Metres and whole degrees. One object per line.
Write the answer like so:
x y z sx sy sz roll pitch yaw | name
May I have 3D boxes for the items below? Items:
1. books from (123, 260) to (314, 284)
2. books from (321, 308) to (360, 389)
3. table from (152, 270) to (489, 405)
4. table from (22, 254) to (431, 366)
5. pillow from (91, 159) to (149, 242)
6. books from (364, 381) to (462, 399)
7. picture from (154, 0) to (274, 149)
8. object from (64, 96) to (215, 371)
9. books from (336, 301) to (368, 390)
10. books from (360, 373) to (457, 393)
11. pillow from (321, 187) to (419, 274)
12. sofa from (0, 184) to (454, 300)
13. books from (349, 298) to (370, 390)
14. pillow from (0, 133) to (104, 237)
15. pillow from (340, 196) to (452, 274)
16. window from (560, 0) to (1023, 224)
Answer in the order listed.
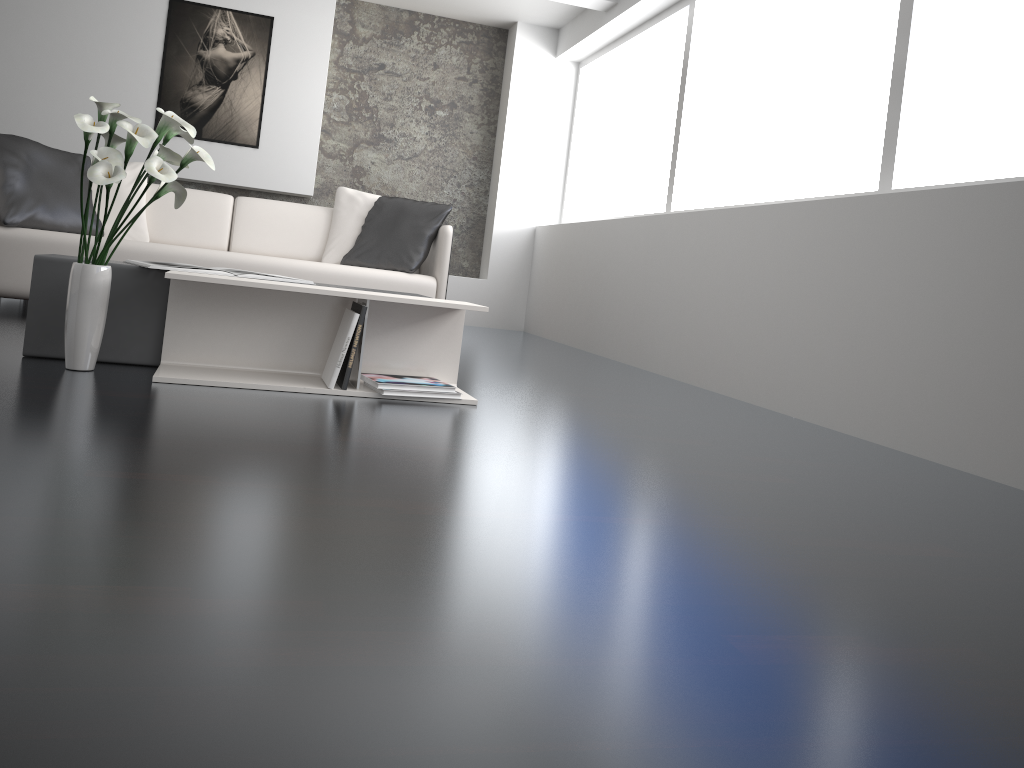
-0.995 -0.385 3.001 0.546 0.017 0.362 2 8 -36 | books
-0.543 -0.117 2.782 0.069 0.237 0.229 7 3 -18 | books
-0.595 -0.148 2.801 0.965 0.313 0.301 5 4 -18 | table
-0.931 -0.214 3.027 1.253 0.313 0.301 5 4 -17 | table
-2.203 -0.963 4.617 0.582 0.498 0.326 5 3 -26 | pillow
-0.320 0.016 2.827 0.262 0.017 0.215 4 7 -26 | books
-2.211 -2.304 6.549 0.743 1.003 0.004 6 0 -15 | picture
-1.118 -0.425 2.566 0.375 0.796 0.450 6 2 -33 | object
-0.514 -0.127 2.793 0.050 0.263 0.235 7 3 -18 | books
-0.340 -0.005 2.839 0.262 0.017 0.229 4 7 -26 | books
-0.779 -0.869 5.090 0.586 0.507 0.300 6 2 -12 | pillow
-1.525 -0.706 4.738 2.231 0.659 0.928 5 5 -18 | sofa
-0.491 -0.138 2.820 0.007 0.283 0.207 7 2 -18 | books
-2.268 -0.967 4.315 0.279 0.448 0.564 8 4 28 | pillow
-0.618 -0.827 4.866 0.555 0.436 0.332 9 3 30 | pillow
1.583 -1.385 3.454 0.110 1.423 8.130 7 6 -16 | window
